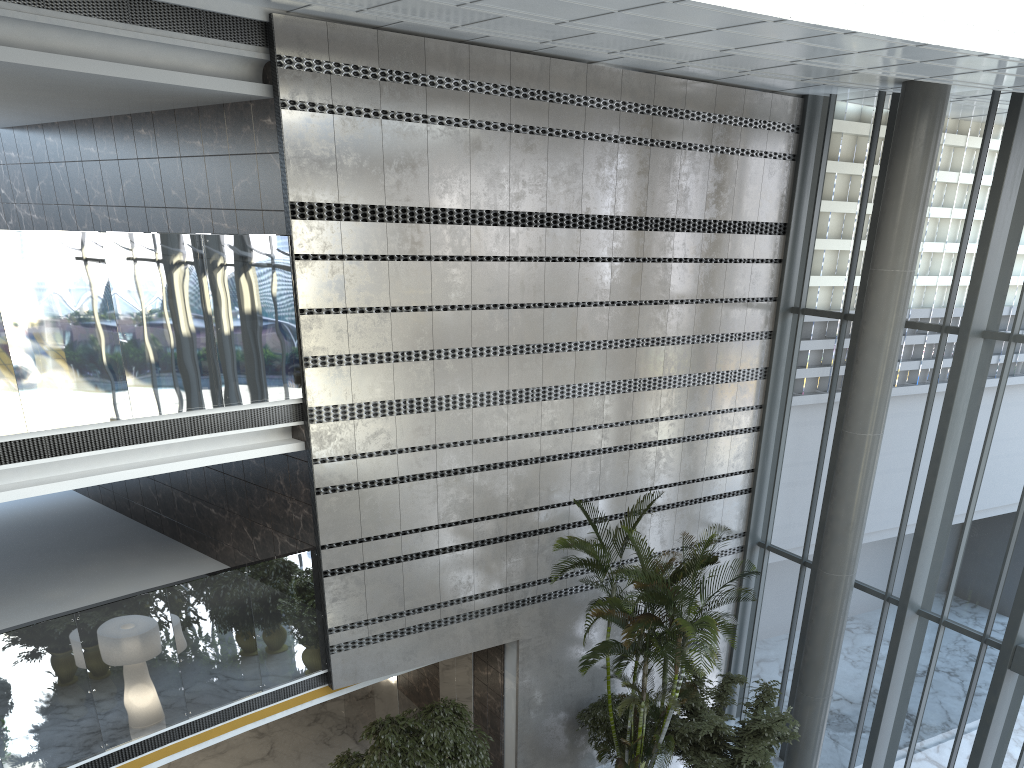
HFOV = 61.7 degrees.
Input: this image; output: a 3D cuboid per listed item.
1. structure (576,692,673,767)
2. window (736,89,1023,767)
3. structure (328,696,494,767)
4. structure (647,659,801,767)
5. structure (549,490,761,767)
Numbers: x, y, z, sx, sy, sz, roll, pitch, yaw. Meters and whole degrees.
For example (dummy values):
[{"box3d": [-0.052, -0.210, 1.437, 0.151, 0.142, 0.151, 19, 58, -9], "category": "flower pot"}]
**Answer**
[{"box3d": [1.583, 5.079, 12.221, 1.381, 1.704, 1.039, 4, 20, 9], "category": "structure"}, {"box3d": [-0.370, 1.741, 4.716, 18.636, 11.104, 12.367, -3, 16, -18], "category": "window"}, {"box3d": [-1.221, 5.010, 10.787, 2.020, 2.178, 1.484, 1, 19, -2], "category": "structure"}, {"box3d": [2.753, 4.878, 11.279, 1.742, 2.528, 1.811, 18, 25, 40], "category": "structure"}, {"box3d": [1.605, 3.673, 10.612, 2.438, 5.126, 2.291, -9, 23, -24], "category": "structure"}]
